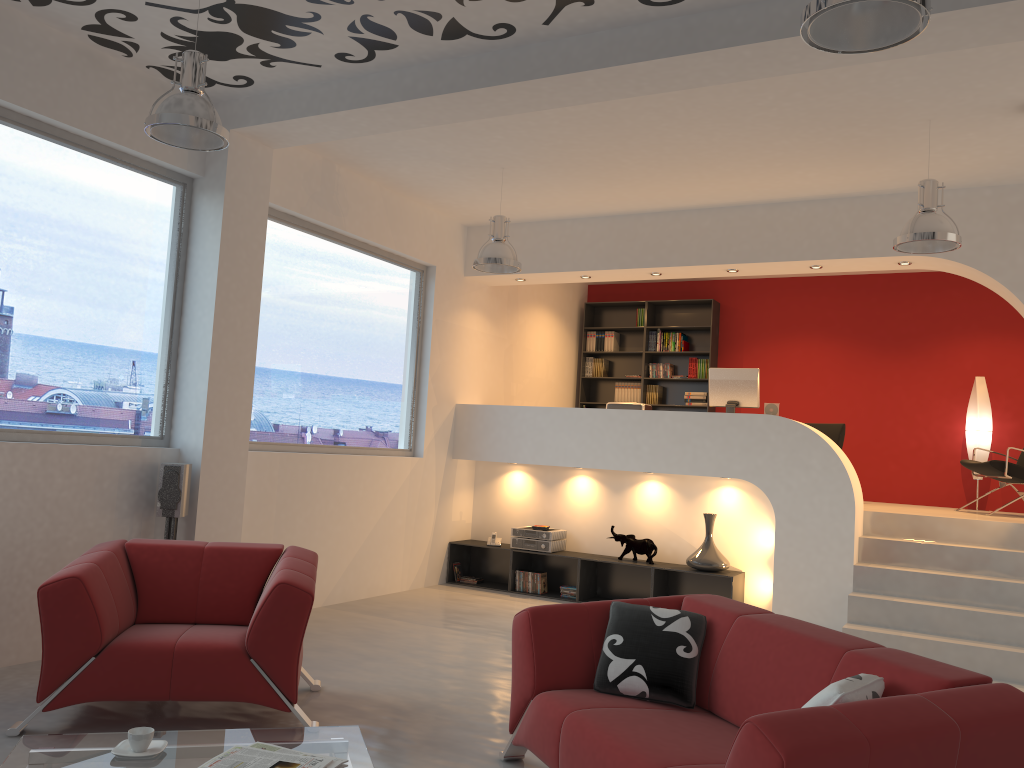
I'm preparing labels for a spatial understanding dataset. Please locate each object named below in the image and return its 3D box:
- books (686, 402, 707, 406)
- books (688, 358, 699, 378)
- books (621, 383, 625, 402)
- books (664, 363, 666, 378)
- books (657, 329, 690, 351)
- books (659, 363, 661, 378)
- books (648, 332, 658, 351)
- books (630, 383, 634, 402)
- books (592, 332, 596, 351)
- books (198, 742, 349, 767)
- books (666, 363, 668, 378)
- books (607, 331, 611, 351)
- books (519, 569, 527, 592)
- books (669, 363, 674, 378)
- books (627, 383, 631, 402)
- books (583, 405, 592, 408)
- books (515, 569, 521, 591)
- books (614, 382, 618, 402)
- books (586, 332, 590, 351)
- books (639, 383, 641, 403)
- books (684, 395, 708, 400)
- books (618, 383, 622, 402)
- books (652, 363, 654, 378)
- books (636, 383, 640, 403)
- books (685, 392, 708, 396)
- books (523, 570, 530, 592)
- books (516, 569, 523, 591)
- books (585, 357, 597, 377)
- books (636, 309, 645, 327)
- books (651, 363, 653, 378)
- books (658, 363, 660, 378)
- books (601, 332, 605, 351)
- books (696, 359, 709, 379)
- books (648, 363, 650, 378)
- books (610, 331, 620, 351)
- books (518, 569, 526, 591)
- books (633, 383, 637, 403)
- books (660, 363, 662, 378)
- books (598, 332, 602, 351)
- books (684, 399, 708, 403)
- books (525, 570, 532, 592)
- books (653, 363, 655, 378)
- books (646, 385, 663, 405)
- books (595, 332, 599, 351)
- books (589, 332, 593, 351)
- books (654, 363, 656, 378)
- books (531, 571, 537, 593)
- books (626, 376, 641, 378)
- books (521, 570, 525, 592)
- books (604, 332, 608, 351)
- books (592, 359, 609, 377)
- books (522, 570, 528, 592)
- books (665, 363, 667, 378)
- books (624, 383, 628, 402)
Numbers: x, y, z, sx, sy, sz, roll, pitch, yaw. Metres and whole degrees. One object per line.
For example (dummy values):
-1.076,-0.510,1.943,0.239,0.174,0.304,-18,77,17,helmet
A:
2.205,0.247,10.448,0.260,0.040,0.200,1,-5,30,books
2.171,-0.175,10.540,0.090,0.256,0.181,1,-5,29,books
1.396,0.121,10.915,0.040,0.260,0.200,1,-5,29,books
1.867,-0.147,10.711,0.031,0.190,0.135,1,-5,29,books
1.938,-0.512,10.676,0.341,0.286,0.231,1,-5,29,books
1.814,-0.148,10.739,0.031,0.190,0.135,1,-5,29,books
1.740,-0.499,10.808,0.090,0.256,0.181,1,-5,29,books
1.502,0.124,10.857,0.040,0.260,0.200,1,-5,29,books
1.069,-0.516,11.160,0.040,0.260,0.200,1,-5,29,books
-0.745,1.172,2.697,0.367,0.035,0.345,2,-4,19,books
1.893,-0.147,10.696,0.031,0.190,0.135,1,-5,29,books
1.248,-0.512,11.063,0.040,0.260,0.200,1,-5,29,books
0.106,1.846,8.333,0.031,0.190,0.135,1,-5,29,books
1.920,-0.146,10.682,0.031,0.190,0.135,1,-5,29,books
1.467,0.123,10.876,0.040,0.260,0.200,1,-5,29,books
1.065,0.416,11.050,0.341,0.286,0.231,1,-5,29,books
0.067,1.845,8.355,0.031,0.190,0.135,1,-5,29,books
1.325,0.120,10.953,0.040,0.260,0.200,1,-5,29,books
0.998,-0.517,11.199,0.040,0.260,0.200,1,-5,29,books
1.610,0.126,10.798,0.040,0.260,0.200,1,-5,29,books
2.188,0.166,10.461,0.260,0.040,0.200,1,-5,28,books
1.360,0.121,10.934,0.040,0.260,0.200,1,-5,29,books
1.735,-0.150,10.782,0.031,0.190,0.135,1,-5,29,books
1.574,0.125,10.817,0.040,0.260,0.200,1,-5,29,books
2.195,0.126,10.452,0.260,0.040,0.200,1,-5,29,books
0.146,1.846,8.312,0.031,0.190,0.135,1,-5,29,books
0.080,1.845,8.347,0.031,0.190,0.135,1,-5,29,books
1.004,-0.199,11.175,0.090,0.256,0.181,1,-5,29,books
1.626,-0.793,10.901,0.146,0.240,0.170,1,-5,29,books
1.722,-0.150,10.790,0.031,0.190,0.135,1,-5,29,books
1.801,-0.149,10.746,0.031,0.190,0.135,1,-5,29,books
1.176,-0.513,11.102,0.040,0.260,0.200,1,-5,29,books
2.276,-0.164,10.481,0.146,0.240,0.170,1,-5,29,books
1.696,-0.151,10.804,0.031,0.190,0.135,1,-5,29,books
1.283,-0.511,11.044,0.040,0.260,0.200,1,-5,29,books
0.093,1.845,8.340,0.031,0.190,0.135,1,-5,29,books
1.539,0.124,10.837,0.040,0.260,0.200,1,-5,29,books
1.827,-0.148,10.732,0.031,0.190,0.135,1,-5,29,books
1.141,-0.514,11.121,0.040,0.260,0.200,1,-5,29,books
2.189,0.206,10.457,0.260,0.040,0.200,1,-5,29,books
0.159,1.847,8.304,0.031,0.190,0.135,1,-5,29,books
1.748,-0.150,10.775,0.031,0.190,0.135,1,-5,29,books
1.725,0.139,10.747,0.146,0.240,0.170,1,-5,29,books
1.105,-0.515,11.141,0.040,0.260,0.200,1,-5,29,books
1.034,-0.516,11.180,0.040,0.260,0.200,1,-5,29,books
1.762,-0.149,10.768,0.031,0.190,0.135,1,-5,29,books
0.211,1.848,8.276,0.031,0.190,0.135,1,-5,29,books
1.515,-0.082,10.894,0.190,0.015,0.135,1,-5,29,books
0.119,1.846,8.326,0.031,0.190,0.135,1,-5,29,books
1.212,-0.513,11.082,0.040,0.260,0.200,1,-5,29,books
1.109,-0.188,11.116,0.146,0.240,0.170,1,-5,29,books
0.132,1.846,8.319,0.031,0.190,0.135,1,-5,29,books
1.880,-0.147,10.703,0.031,0.190,0.135,1,-5,29,books
1.431,0.122,10.895,0.040,0.260,0.200,1,-5,29,books
